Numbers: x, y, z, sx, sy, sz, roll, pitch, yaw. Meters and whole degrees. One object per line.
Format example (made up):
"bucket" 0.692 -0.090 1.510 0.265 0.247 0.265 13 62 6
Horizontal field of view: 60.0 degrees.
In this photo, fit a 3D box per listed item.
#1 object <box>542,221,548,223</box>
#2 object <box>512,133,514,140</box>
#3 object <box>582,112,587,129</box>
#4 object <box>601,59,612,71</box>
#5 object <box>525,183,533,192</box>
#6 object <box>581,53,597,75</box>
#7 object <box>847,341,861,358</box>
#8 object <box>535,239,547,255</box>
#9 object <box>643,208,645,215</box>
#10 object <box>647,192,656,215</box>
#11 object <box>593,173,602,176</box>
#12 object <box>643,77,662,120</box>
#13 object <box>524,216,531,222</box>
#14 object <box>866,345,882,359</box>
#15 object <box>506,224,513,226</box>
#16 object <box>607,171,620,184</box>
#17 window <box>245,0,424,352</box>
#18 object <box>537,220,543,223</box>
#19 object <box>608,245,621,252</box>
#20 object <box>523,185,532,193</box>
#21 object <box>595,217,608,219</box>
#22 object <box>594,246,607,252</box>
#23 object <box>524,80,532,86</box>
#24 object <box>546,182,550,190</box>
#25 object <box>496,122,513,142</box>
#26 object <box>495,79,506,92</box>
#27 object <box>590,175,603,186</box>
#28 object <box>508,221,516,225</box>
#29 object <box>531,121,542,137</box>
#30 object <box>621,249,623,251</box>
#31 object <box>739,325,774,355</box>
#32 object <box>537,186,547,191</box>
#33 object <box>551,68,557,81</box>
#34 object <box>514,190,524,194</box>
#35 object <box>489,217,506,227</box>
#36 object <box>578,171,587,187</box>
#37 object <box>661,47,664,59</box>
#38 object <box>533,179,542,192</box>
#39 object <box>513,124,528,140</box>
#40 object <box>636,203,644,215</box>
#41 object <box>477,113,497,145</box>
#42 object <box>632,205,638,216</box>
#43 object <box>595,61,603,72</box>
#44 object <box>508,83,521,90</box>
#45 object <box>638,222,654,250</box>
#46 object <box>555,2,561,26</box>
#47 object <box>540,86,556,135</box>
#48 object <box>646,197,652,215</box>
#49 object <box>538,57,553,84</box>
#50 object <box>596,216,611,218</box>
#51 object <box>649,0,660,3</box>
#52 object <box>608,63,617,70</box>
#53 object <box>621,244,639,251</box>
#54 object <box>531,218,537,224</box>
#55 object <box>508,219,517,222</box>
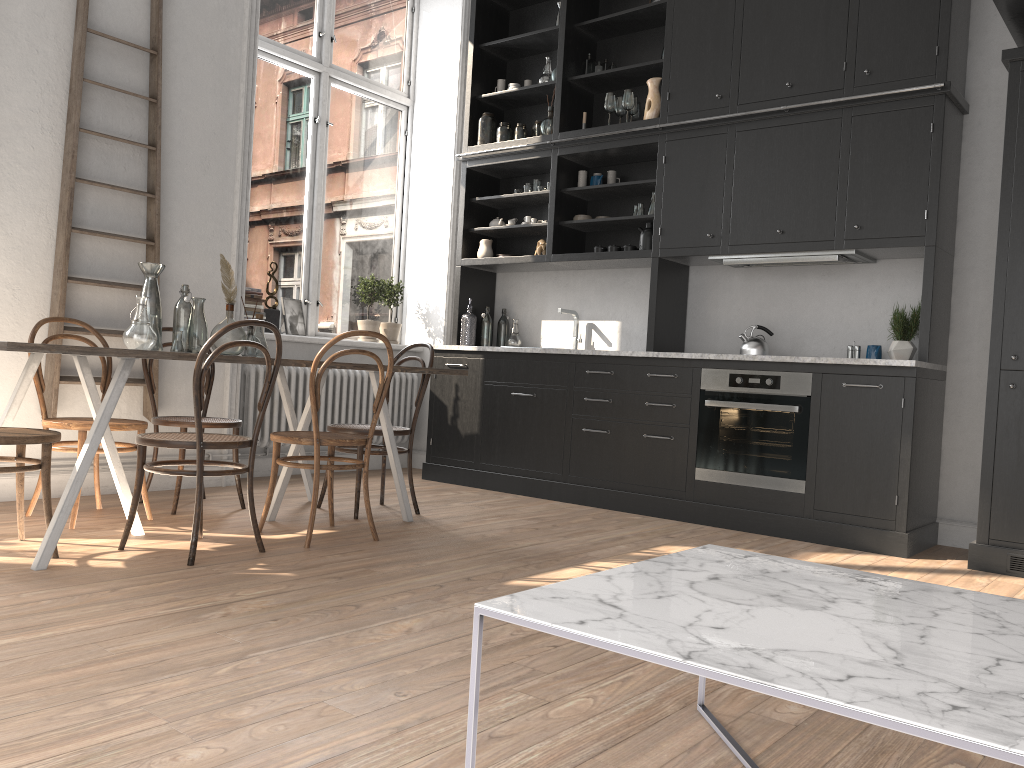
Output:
"object" 0.228 -1.116 6.152 0.048 0.041 0.058 4 1 16
"object" -0.007 -1.756 6.504 0.114 0.155 0.114 3 1 -6
"object" 0.479 -1.725 5.878 0.123 0.161 0.123 3 1 -43
"object" 0.631 -2.102 5.991 0.065 0.177 0.084 3 1 -30
"object" 0.118 -1.365 6.285 0.060 0.107 0.060 3 1 6
"object" 0.515 -2.119 5.942 0.084 0.199 0.065 3 1 -30
"object" 1.893 -0.179 4.909 0.080 0.116 0.040 4 1 43
"object" 0.201 -0.922 6.034 0.069 0.123 0.173 3 1 -19
"object" 0.846 -1.095 5.776 0.058 0.094 0.058 4 1 15
"object" 0.891 -1.122 5.559 0.083 0.158 0.083 4 1 23
"object" 0.566 -1.351 5.986 0.082 0.135 0.059 3 1 -24
"object" 0.876 -1.751 5.493 0.094 0.267 0.116 3 1 -10
"object" 0.111 -1.146 6.208 0.039 0.055 0.049 3 1 -31
"object" 1.967 -0.163 4.821 0.082 0.093 0.140 4 1 28
"object" -0.002 -1.122 6.308 0.085 0.017 0.085 4 1 34
"object" 0.672 -1.344 5.894 0.082 0.135 0.059 4 1 21
"window" 0.417 -6.103 13.123 26.390 15.938 14.387 4 1 38
"object" 0.202 -1.114 6.161 0.049 0.041 0.056 3 1 11
"object" 0.655 -0.860 5.662 0.104 0.059 0.088 4 1 17
"object" 0.108 -1.346 6.190 0.064 0.069 0.064 3 1 -4
"object" 0.615 -1.089 5.940 0.123 0.036 0.123 4 1 26
"object" 0.572 -0.866 5.738 0.104 0.059 0.088 4 1 27
"object" 0.119 -2.114 6.382 0.059 0.135 0.082 3 1 -29
"object" 0.264 -1.335 6.043 0.064 0.069 0.064 4 1 31
"object" -0.054 -1.757 6.258 0.114 0.155 0.114 4 1 42
"object" -0.083 -2.126 6.421 0.059 0.135 0.082 3 1 -24
"object" 0.559 -1.329 5.878 0.082 0.093 0.140 3 1 3
"object" -0.001 -1.136 6.306 0.055 0.033 0.058 3 1 13
"object" 0.189 -1.757 6.258 0.092 0.184 0.092 3 1 -37
"object" 0.706 -0.859 5.798 0.088 0.059 0.104 3 1 -23
"object" 1.412 -0.251 5.150 0.171 0.186 0.171 3 1 -41
"object" 0.205 -1.328 6.093 0.071 0.047 0.071 3 1 -14
"object" 0.332 -2.202 6.037 0.123 0.340 0.118 3 1 -33
"object" 0.046 -1.339 6.247 0.071 0.047 0.071 3 1 -14
"object" -0.106 -1.158 6.426 0.125 0.100 0.140 4 1 20
"object" 0.473 -1.355 5.954 0.059 0.135 0.082 3 1 6
"object" 1.004 -2.116 5.640 0.110 0.255 0.100 3 1 4
"object" 0.173 -1.361 6.154 0.060 0.107 0.060 3 1 -24
"object" 0.060 -1.747 6.238 0.096 0.150 0.096 4 1 27
"object" 0.814 -1.095 5.617 0.058 0.094 0.058 3 1 -12
"object" -0.175 -1.805 6.331 0.118 0.238 0.118 4 1 24
"object" 0.794 -1.097 5.687 0.058 0.094 0.058 3 1 -12
"object" 0.576 -2.077 5.879 0.053 0.125 0.041 3 1 5
"object" 0.015 -2.101 6.373 0.096 0.095 0.096 3 1 -17
"object" 0.864 -0.913 5.554 0.124 0.192 0.129 3 1 -24
"object" 0.335 -2.516 6.139 0.070 0.231 0.067 4 1 35
"object" 0.261 -1.837 5.976 0.134 0.357 0.134 3 1 -7
"object" 0.901 -1.123 5.701 0.083 0.158 0.083 3 1 -41
"object" 0.249 -2.147 6.143 0.132 0.219 0.132 4 1 13
"object" 0.615 -1.096 5.940 0.112 0.036 0.112 3 1 -9
"object" 0.939 -2.421 5.659 0.056 0.121 0.166 3 1 -27
"object" 0.666 -2.071 5.890 0.044 0.121 0.058 3 1 -25
"object" 0.746 -0.854 5.616 0.104 0.059 0.088 3 1 -43
"object" 0.147 -1.118 6.151 0.049 0.054 0.039 3 1 -26
"object" 0.000 -1.156 6.306 0.055 0.047 0.058 3 1 -37
